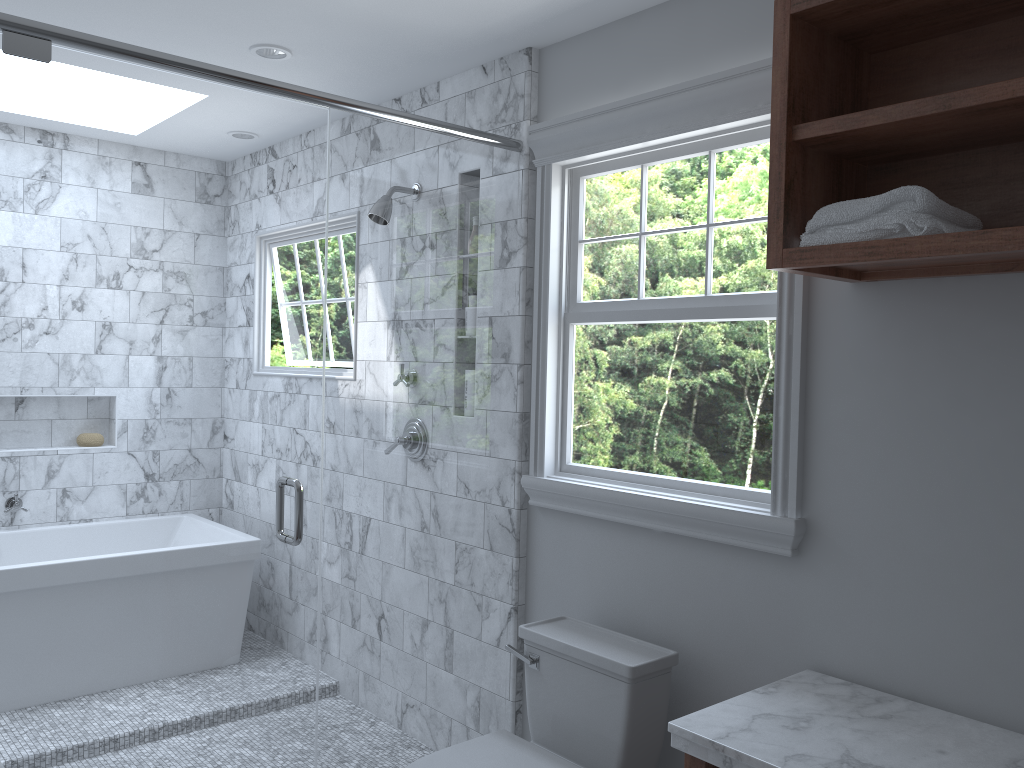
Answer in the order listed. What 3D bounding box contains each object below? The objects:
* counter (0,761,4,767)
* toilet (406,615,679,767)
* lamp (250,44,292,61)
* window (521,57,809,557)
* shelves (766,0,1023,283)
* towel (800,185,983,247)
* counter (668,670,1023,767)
[{"bbox_3d":[-0.905,0.954,1.001,0.638,0.983,1.657,0,1,-41],"label":"counter"},{"bbox_3d":[0.012,1.078,2.349,0.722,0.727,0.490,0,1,-41],"label":"toilet"},{"bbox_3d":[-1.587,-1.178,3.144,1.976,0.050,1.289,0,1,-41],"label":"lamp"},{"bbox_3d":[0.430,-0.210,2.590,0.149,1.248,1.040,0,1,-41],"label":"window"},{"bbox_3d":[0.892,-0.515,1.747,0.357,0.566,0.647,0,1,-41],"label":"shelves"},{"bbox_3d":[0.782,-0.321,1.828,0.283,0.112,0.305,0,1,-41],"label":"towel"},{"bbox_3d":[0.784,1.117,1.700,0.539,0.810,0.828,0,1,-41],"label":"counter"}]
